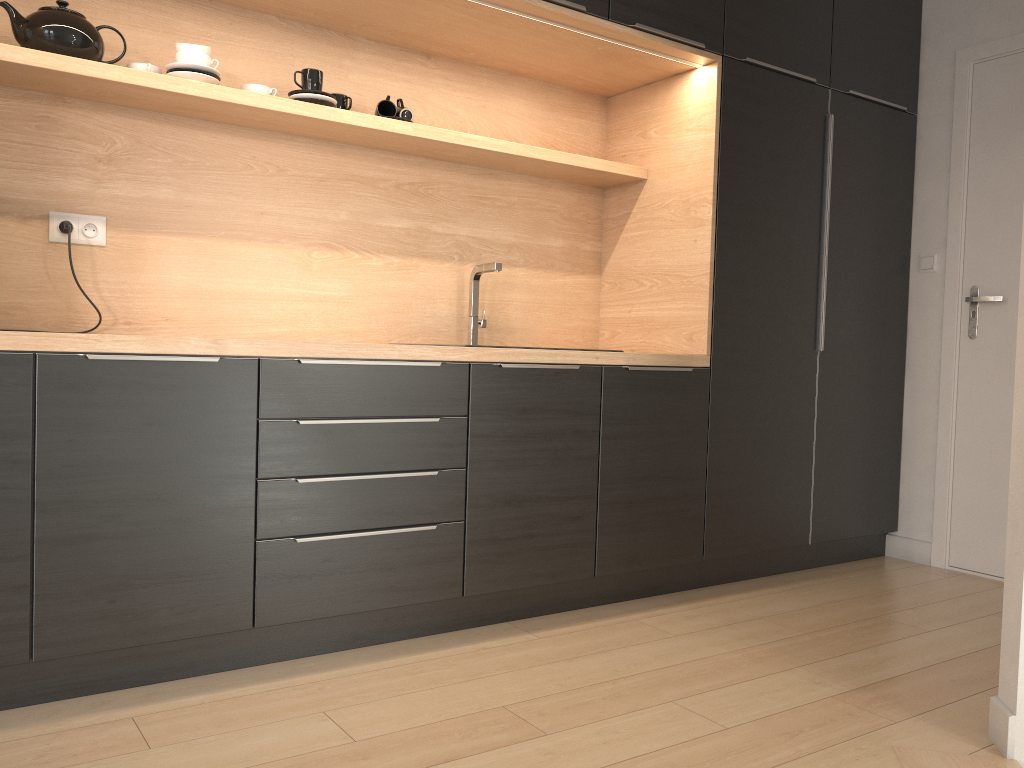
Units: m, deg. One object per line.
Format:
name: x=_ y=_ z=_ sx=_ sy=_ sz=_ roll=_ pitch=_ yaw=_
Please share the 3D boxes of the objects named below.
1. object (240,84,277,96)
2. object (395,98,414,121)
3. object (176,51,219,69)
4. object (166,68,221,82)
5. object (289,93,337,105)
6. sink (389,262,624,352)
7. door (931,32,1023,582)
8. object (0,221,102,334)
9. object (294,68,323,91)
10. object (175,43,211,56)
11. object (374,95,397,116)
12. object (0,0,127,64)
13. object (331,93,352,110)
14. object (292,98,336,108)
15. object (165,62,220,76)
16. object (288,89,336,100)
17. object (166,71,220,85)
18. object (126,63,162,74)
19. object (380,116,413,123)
object: x=-0.782 y=-0.877 z=2.715 sx=0.095 sy=0.057 sz=0.099 roll=0 pitch=3 yaw=-37
object: x=-0.360 y=-0.896 z=2.921 sx=0.066 sy=0.093 sz=0.100 roll=1 pitch=2 yaw=-25
object: x=-0.899 y=-0.897 z=2.507 sx=0.095 sy=0.057 sz=0.099 roll=3 pitch=2 yaw=28
object: x=-0.900 y=-0.859 z=2.507 sx=0.145 sy=0.025 sz=0.145 roll=4 pitch=3 yaw=42
object: x=-0.611 y=-0.859 z=2.724 sx=0.145 sy=0.025 sz=0.145 roll=1 pitch=2 yaw=-21
sink: x=-0.025 y=-0.152 z=3.000 sx=0.626 sy=0.518 sz=0.512 roll=0 pitch=2 yaw=-34
door: x=2.068 y=-0.280 z=3.282 sx=0.085 sy=2.136 sz=0.974 roll=0 pitch=2 yaw=-34
object: x=-1.282 y=-0.326 z=2.134 sx=0.618 sy=0.398 sz=0.584 roll=0 pitch=2 yaw=-34
object: x=-0.619 y=-0.914 z=2.718 sx=0.066 sy=0.092 sz=0.084 roll=3 pitch=2 yaw=24
object: x=-0.899 y=-0.931 z=2.503 sx=0.095 sy=0.075 sz=0.098 roll=1 pitch=2 yaw=-23
object: x=-0.417 y=-0.891 z=2.893 sx=0.066 sy=0.093 sz=0.100 roll=1 pitch=2 yaw=-20
object: x=-1.186 y=-0.925 z=2.349 sx=0.240 sy=0.171 sz=0.213 roll=2 pitch=2 yaw=2
object: x=-0.560 y=-0.884 z=2.860 sx=0.066 sy=0.092 sz=0.084 roll=1 pitch=2 yaw=-28
object: x=-0.615 y=-0.847 z=2.725 sx=0.145 sy=0.025 sz=0.145 roll=1 pitch=2 yaw=-21
object: x=-0.901 y=-0.873 z=2.504 sx=0.145 sy=0.025 sz=0.145 roll=4 pitch=3 yaw=42
object: x=-0.614 y=-0.871 z=2.724 sx=0.145 sy=0.025 sz=0.145 roll=1 pitch=2 yaw=-21
object: x=-0.902 y=-0.848 z=2.505 sx=0.145 sy=0.025 sz=0.145 roll=4 pitch=3 yaw=42
object: x=-1.043 y=-0.869 z=2.519 sx=0.099 sy=0.057 sz=0.095 roll=2 pitch=2 yaw=13
object: x=-0.395 y=-0.847 z=2.906 sx=0.145 sy=0.025 sz=0.145 roll=1 pitch=2 yaw=-32
